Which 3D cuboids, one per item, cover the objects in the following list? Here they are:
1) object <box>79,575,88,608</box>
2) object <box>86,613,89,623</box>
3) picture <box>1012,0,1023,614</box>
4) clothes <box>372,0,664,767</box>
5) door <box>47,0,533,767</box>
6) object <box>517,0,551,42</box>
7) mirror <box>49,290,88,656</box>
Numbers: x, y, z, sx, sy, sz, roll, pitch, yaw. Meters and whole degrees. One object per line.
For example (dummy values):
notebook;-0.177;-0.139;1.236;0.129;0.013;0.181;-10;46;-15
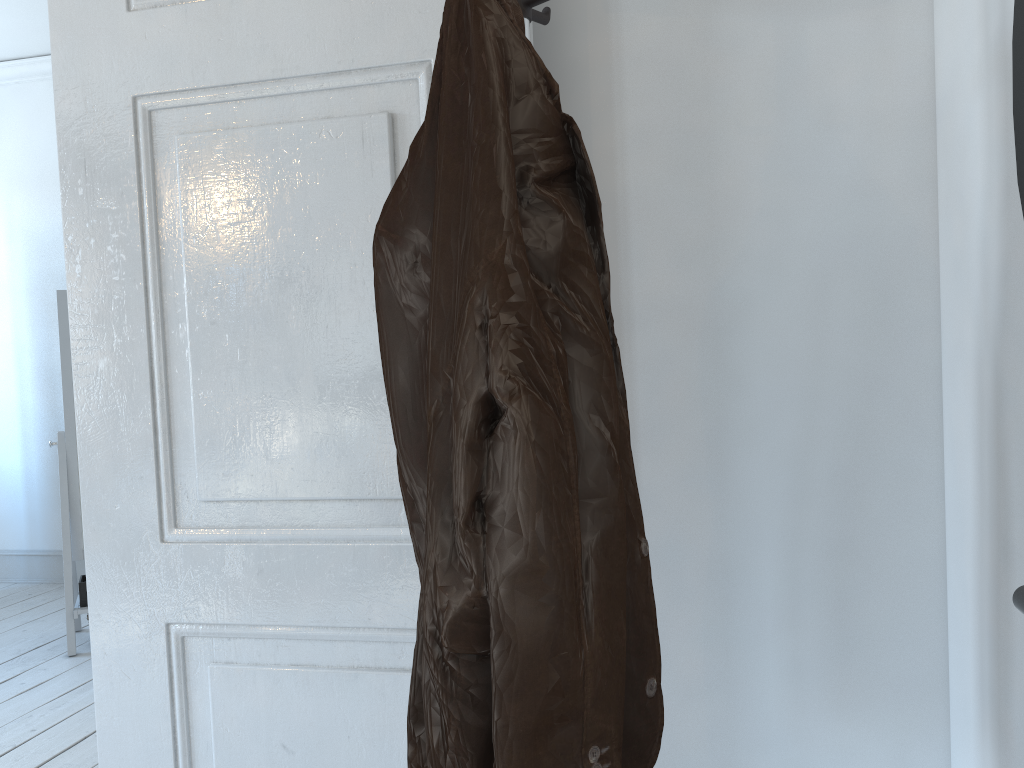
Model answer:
object;-1.729;0.862;3.740;0.165;0.103;0.155;-3;2;-23
object;-1.704;1.022;3.789;0.185;0.140;0.295;-3;2;-16
picture;0.315;-0.454;0.313;0.057;1.314;0.792;-2;2;12
clothes;-0.013;0.021;0.782;0.211;0.771;0.237;-5;3;-44
door;-1.194;-0.128;1.558;2.599;2.507;0.577;-2;3;13
object;0.030;0.258;0.857;0.374;1.660;0.374;-2;3;20
mirror;-1.646;0.334;3.824;0.610;1.490;0.417;-4;3;-23
